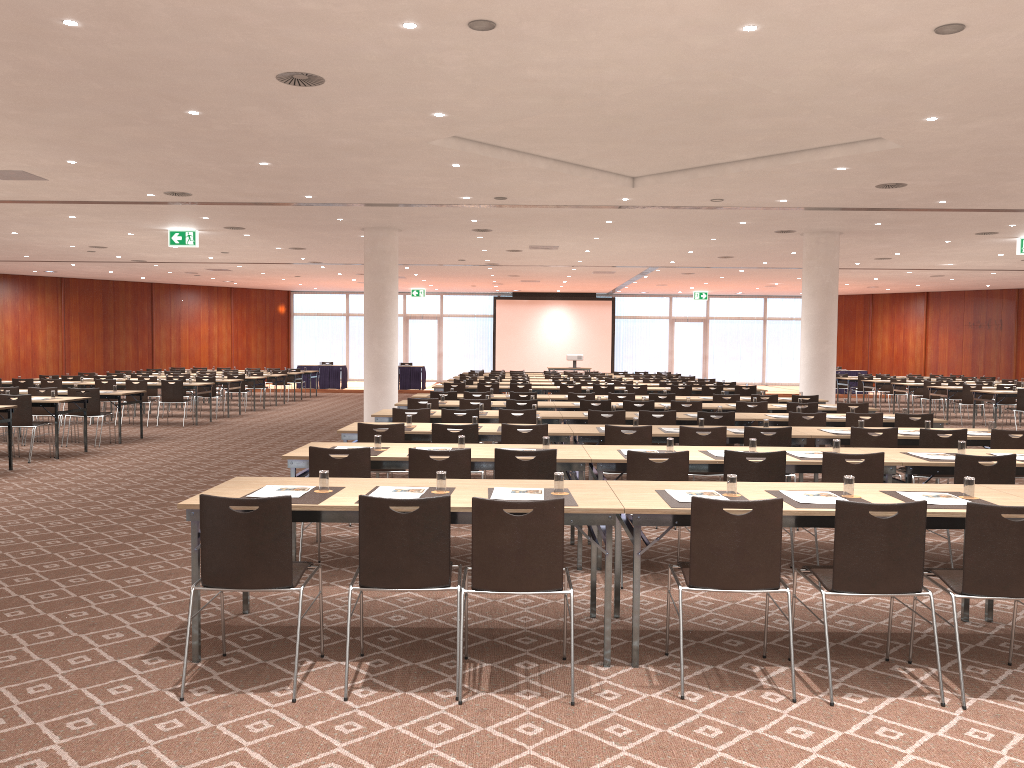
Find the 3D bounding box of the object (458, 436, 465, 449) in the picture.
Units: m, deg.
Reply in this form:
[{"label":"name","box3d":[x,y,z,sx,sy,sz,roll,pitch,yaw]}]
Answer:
[{"label":"object","box3d":[-0.394,0.461,6.925,0.054,0.114,0.054,1,3,12]}]

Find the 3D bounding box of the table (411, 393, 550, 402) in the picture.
[{"label":"table","box3d":[-0.514,0.610,14.975,2.267,0.833,0.952,1,3,0]}]

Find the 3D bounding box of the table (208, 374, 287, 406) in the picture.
[{"label":"table","box3d":[-7.462,0.156,24.496,2.267,0.833,0.952,1,3,0]}]

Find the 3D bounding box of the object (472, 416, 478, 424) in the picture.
[{"label":"object","box3d":[-0.374,0.380,8.917,0.054,0.114,0.054,-1,3,-33]}]

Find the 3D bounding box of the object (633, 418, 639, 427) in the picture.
[{"label":"object","box3d":[1.242,0.397,8.898,0.054,0.114,0.054,2,3,34]}]

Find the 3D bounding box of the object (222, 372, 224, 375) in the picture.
[{"label":"object","box3d":[-7.313,-0.236,22.422,0.054,0.114,0.054,0,3,-11]}]

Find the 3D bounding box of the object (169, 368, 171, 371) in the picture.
[{"label":"object","box3d":[-10.205,-0.427,26.441,0.054,0.114,0.054,-1,3,-33]}]

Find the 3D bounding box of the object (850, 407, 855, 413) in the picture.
[{"label":"object","box3d":[4.180,0.344,10.884,0.054,0.114,0.054,-1,3,-33]}]

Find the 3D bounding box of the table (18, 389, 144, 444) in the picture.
[{"label":"table","box3d":[-7.511,0.542,15.008,2.267,0.833,0.952,1,3,0]}]

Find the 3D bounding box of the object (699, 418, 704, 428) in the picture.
[{"label":"object","box3d":[1.901,0.403,8.900,0.054,0.114,0.054,2,3,34]}]

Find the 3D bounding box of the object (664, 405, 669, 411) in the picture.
[{"label":"object","box3d":[1.898,0.322,10.898,0.054,0.114,0.054,0,3,-11]}]

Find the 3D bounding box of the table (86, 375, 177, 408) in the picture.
[{"label":"table","box3d":[-9.742,0.215,22.509,2.267,0.833,0.952,1,3,0]}]

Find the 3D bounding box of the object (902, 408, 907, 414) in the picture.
[{"label":"object","box3d":[4.822,0.350,10.892,0.054,0.114,0.054,0,3,-11]}]

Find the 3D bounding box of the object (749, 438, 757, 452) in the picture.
[{"label":"object","box3d":[1.878,0.483,6.917,0.054,0.114,0.054,0,3,-11]}]

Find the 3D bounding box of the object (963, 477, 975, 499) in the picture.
[{"label":"object","box3d":[2.524,0.572,4.897,0.054,0.114,0.054,-1,3,-33]}]

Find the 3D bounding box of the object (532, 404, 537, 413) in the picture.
[{"label":"object","box3d":[0.276,0.306,10.907,0.054,0.114,0.054,-1,3,-33]}]

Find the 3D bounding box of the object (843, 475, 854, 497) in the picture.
[{"label":"object","box3d":[1.863,0.565,4.904,0.054,0.114,0.054,-1,3,-33]}]

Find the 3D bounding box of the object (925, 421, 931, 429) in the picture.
[{"label":"object","box3d":[4.169,0.425,8.894,0.054,0.114,0.054,-1,3,-33]}]

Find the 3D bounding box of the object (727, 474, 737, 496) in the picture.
[{"label":"object","box3d":[1.216,0.559,4.904,0.054,0.114,0.054,-1,3,-33]}]

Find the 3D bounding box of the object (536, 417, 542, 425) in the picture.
[{"label":"object","box3d":[0.270,0.387,8.911,0.054,0.114,0.054,-1,3,-33]}]

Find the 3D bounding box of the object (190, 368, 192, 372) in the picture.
[{"label":"object","box3d":[-9.559,-0.420,26.432,0.054,0.114,0.054,-1,3,-33]}]

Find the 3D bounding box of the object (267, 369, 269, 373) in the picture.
[{"label":"object","box3d":[-7.283,-0.398,26.422,0.054,0.114,0.054,0,3,-11]}]

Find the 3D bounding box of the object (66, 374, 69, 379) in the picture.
[{"label":"object","box3d":[-10.242,-0.184,20.448,0.054,0.114,0.054,2,3,34]}]

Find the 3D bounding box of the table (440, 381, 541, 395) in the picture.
[{"label":"table","box3d":[-0.486,0.387,20.468,2.267,0.833,0.952,1,3,0]}]

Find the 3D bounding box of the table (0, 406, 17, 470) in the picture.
[{"label":"table","box3d":[-7.532,0.704,11.013,2.267,0.833,0.952,1,3,0]}]

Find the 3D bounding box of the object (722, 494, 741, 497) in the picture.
[{"label":"object","box3d":[1.219,0.616,4.917,0.102,0.001,0.102,-1,3,-33]}]

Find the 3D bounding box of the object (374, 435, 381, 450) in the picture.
[{"label":"object","box3d":[-1.046,0.455,6.913,0.054,0.114,0.054,0,3,-11]}]

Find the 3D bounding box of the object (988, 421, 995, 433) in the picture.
[{"label":"object","box3d":[4.812,0.431,8.900,0.054,0.114,0.054,-1,3,-33]}]

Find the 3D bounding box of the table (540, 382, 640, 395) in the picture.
[{"label":"table","box3d":[1.784,0.409,20.458,2.267,0.833,0.952,1,3,0]}]

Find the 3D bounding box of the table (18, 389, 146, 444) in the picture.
[{"label":"table","box3d":[-7.511,0.542,15.008,2.267,0.833,0.952,1,3,0]}]

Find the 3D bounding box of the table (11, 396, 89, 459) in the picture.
[{"label":"table","box3d":[-7.521,0.623,13.011,2.267,0.833,0.952,1,3,0]}]

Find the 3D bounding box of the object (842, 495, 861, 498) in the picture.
[{"label":"object","box3d":[1.881,0.622,4.914,0.102,0.001,0.102,-1,3,-33]}]

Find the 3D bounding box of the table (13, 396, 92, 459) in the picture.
[{"label":"table","box3d":[-7.521,0.623,13.011,2.267,0.833,0.952,1,3,0]}]

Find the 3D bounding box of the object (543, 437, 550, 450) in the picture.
[{"label":"object","box3d":[0.266,0.468,6.908,0.054,0.114,0.054,2,3,34]}]

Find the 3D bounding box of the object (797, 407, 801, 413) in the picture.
[{"label":"object","box3d":[3.527,0.337,10.901,0.054,0.114,0.054,-1,3,-33]}]

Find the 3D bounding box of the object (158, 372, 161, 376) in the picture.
[{"label":"object","box3d":[-8.916,-0.252,22.436,0.054,0.114,0.054,-1,3,-33]}]

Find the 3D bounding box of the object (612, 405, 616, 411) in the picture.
[{"label":"object","box3d":[1.252,0.315,10.908,0.054,0.114,0.054,0,3,-11]}]

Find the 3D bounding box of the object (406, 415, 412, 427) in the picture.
[{"label":"object","box3d":[-1.035,0.374,8.927,0.054,0.114,0.054,2,3,34]}]

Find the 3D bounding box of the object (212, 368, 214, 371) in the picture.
[{"label":"object","box3d":[-8.907,-0.414,26.437,0.054,0.114,0.054,-1,3,-33]}]

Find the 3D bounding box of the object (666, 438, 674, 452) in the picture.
[{"label":"object","box3d":[1.231,0.478,6.901,0.054,0.114,0.054,0,3,-11]}]

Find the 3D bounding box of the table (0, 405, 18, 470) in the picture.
[{"label":"table","box3d":[-7.532,0.704,11.013,2.267,0.833,0.952,1,3,0]}]

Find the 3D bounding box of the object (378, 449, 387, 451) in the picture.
[{"label":"object","box3d":[-1.028,0.513,6.919,0.102,0.001,0.102,0,2,-11]}]

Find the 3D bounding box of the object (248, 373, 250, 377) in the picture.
[{"label":"object","box3d":[-6.646,-0.229,22.424,0.054,0.114,0.054,0,3,-11]}]

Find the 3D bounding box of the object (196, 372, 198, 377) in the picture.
[{"label":"object","box3d":[-7.960,-0.242,22.431,0.054,0.114,0.054,0,3,-11]}]

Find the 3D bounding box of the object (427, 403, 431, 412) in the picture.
[{"label":"object","box3d":[-1.022,0.293,10.922,0.054,0.114,0.054,0,3,-11]}]

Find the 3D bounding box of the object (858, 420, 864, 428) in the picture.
[{"label":"object","box3d":[3.506,0.418,8.902,0.054,0.114,0.054,1,3,12]}]

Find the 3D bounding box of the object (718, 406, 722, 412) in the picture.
[{"label":"object","box3d":[2.553,0.328,10.892,0.054,0.114,0.054,2,3,34]}]

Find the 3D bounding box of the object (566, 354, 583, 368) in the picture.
[{"label":"object","box3d":[2.230,-0.813,31.534,0.576,0.473,0.614,1,3,0]}]

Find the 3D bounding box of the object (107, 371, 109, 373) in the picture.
[{"label":"object","box3d":[-10.223,-0.264,22.438,0.054,0.114,0.054,-1,3,-33]}]

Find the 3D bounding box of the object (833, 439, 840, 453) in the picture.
[{"label":"object","box3d":[2.528,0.490,6.910,0.054,0.114,0.054,0,3,-11]}]

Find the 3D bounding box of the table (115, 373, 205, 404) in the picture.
[{"label":"table","box3d":[-9.732,0.134,24.506,2.267,0.833,0.952,1,3,0]}]

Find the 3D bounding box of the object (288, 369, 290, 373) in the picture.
[{"label":"object","box3d":[-6.634,-0.392,26.421,0.054,0.114,0.054,0,3,-11]}]

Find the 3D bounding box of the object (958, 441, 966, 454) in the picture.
[{"label":"object","box3d":[3.500,0.499,6.903,0.054,0.114,0.054,2,3,34]}]

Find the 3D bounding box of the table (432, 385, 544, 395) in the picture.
[{"label":"table","box3d":[-0.496,0.468,18.471,2.267,0.833,0.952,1,3,0]}]

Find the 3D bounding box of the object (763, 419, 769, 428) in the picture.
[{"label":"object","box3d":[2.549,0.409,8.893,0.054,0.114,0.054,2,3,34]}]

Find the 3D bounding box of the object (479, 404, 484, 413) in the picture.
[{"label":"object","box3d":[-0.377,0.299,10.918,0.054,0.114,0.054,0,3,-11]}]
